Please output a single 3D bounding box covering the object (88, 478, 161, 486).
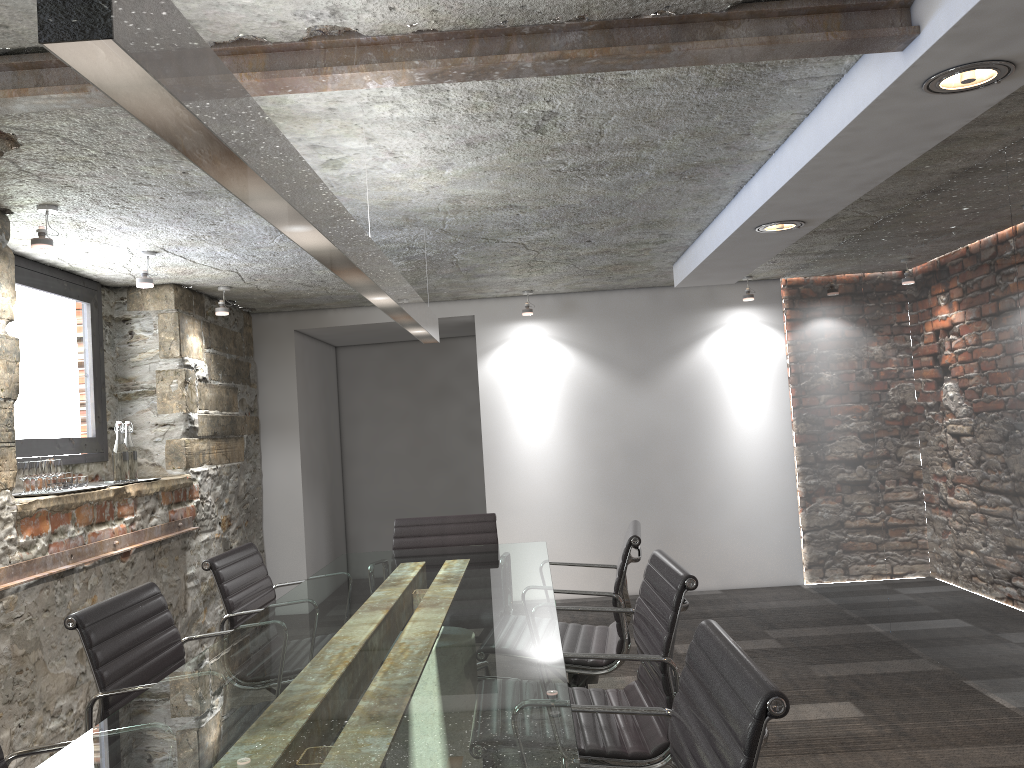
[{"bbox_3d":[-1.950,0.484,4.328,0.310,0.007,0.457,-4,-3,1],"label":"object"}]

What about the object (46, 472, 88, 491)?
[{"bbox_3d":[-1.953,0.424,3.880,0.111,0.072,0.191,-4,-3,8],"label":"object"}]

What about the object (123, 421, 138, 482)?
[{"bbox_3d":[-1.894,0.336,4.385,0.073,0.300,0.073,-2,-3,-31],"label":"object"}]

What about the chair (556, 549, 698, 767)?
[{"bbox_3d":[0.192,0.917,2.397,0.667,0.837,0.693,-3,-3,-9],"label":"chair"}]

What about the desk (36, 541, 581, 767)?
[{"bbox_3d":[-0.308,1.011,2.374,0.909,0.711,3.154,-4,-3,1],"label":"desk"}]

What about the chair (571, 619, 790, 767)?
[{"bbox_3d":[0.127,0.876,1.459,0.667,0.837,0.693,-3,-3,-8],"label":"chair"}]

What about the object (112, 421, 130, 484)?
[{"bbox_3d":[-1.895,0.332,4.292,0.073,0.300,0.073,-2,-3,-30],"label":"object"}]

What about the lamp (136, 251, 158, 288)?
[{"bbox_3d":[-1.707,-0.534,4.140,0.077,0.165,0.098,-5,-3,34],"label":"lamp"}]

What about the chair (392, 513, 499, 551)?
[{"bbox_3d":[-0.294,1.015,3.813,0.693,0.837,0.667,-3,-3,-7],"label":"chair"}]

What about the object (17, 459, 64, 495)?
[{"bbox_3d":[-1.951,0.384,3.666,0.108,0.131,0.218,-4,-3,-1],"label":"object"}]

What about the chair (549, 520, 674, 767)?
[{"bbox_3d":[0.204,0.956,3.243,0.667,0.837,0.693,-4,-3,-1],"label":"chair"}]

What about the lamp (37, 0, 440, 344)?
[{"bbox_3d":[-0.409,-0.519,2.446,0.073,0.524,3.159,-4,-3,1],"label":"lamp"}]

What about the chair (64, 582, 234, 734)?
[{"bbox_3d":[-0.785,0.979,2.397,0.667,0.837,0.693,-3,-3,-9],"label":"chair"}]

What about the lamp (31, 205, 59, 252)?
[{"bbox_3d":[-1.723,-0.574,3.269,0.077,0.165,0.098,-5,-3,34],"label":"lamp"}]

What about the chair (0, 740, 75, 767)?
[{"bbox_3d":[-0.758,0.932,1.463,0.667,0.837,0.693,-3,-3,-12],"label":"chair"}]

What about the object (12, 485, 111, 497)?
[{"bbox_3d":[-1.960,0.458,3.765,0.310,0.007,0.457,-4,-3,1],"label":"object"}]

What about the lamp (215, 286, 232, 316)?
[{"bbox_3d":[-1.688,-0.485,5.181,0.077,0.165,0.098,-5,-3,34],"label":"lamp"}]

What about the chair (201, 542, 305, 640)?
[{"bbox_3d":[-0.752,1.018,3.275,0.667,0.837,0.693,-3,-3,-8],"label":"chair"}]
